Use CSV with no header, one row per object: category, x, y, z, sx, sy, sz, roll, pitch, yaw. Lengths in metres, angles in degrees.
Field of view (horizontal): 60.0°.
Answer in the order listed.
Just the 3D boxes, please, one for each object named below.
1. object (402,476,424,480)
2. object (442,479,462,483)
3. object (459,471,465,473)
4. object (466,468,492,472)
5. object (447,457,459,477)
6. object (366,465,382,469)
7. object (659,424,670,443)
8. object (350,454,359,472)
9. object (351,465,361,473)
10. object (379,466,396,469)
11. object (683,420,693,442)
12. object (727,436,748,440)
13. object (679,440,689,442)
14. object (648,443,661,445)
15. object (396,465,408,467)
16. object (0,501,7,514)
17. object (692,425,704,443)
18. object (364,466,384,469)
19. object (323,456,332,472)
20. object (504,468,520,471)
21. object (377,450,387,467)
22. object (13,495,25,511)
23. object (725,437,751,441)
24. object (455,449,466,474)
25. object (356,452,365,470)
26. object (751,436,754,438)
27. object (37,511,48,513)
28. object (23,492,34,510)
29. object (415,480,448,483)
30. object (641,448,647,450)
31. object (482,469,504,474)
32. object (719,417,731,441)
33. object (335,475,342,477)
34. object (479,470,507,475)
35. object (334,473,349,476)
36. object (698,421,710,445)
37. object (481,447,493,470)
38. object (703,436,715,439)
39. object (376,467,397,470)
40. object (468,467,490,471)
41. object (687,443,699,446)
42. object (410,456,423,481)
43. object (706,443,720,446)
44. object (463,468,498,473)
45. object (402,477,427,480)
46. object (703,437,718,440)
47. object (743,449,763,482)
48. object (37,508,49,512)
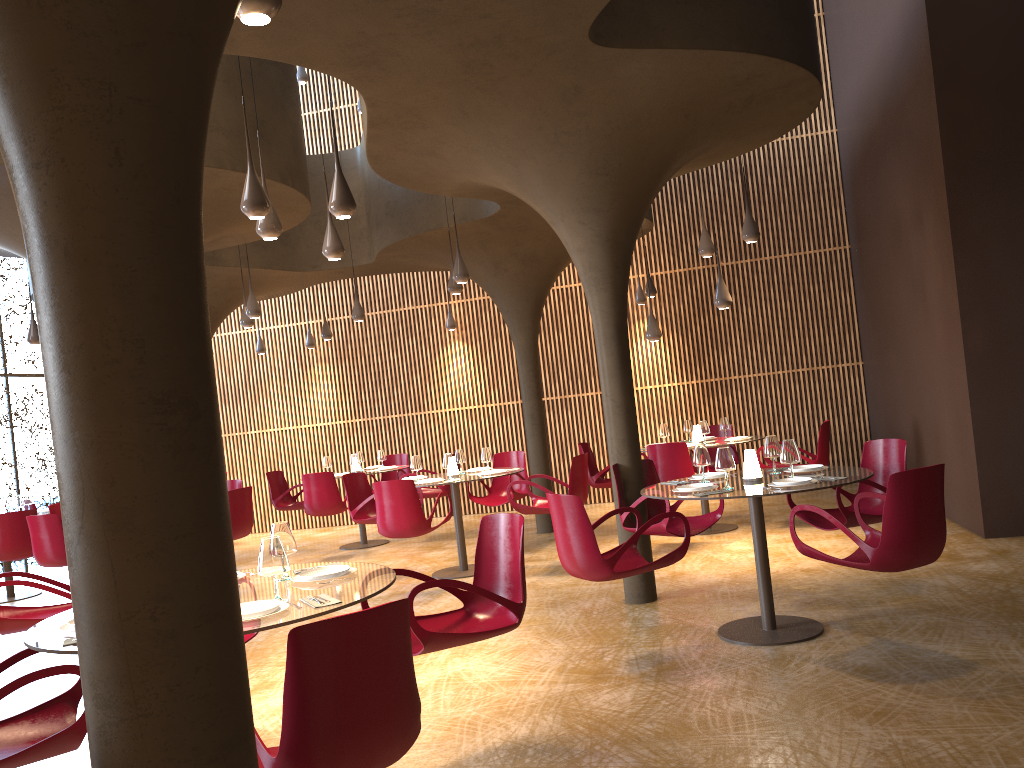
object,-1.179,1.129,10.611,0.263,0.029,0.263,-7,-1,19
object,-0.652,1.067,9.762,0.126,0.017,0.261,-7,-1,27
object,-0.669,1.097,10.996,0.126,0.017,0.261,-7,-1,23
object,-0.401,1.056,10.861,0.331,0.014,0.332,-6,-1,-6
object,-0.699,0.973,10.416,0.142,0.232,0.144,-6,0,-13
object,-2.189,1.323,14.104,0.263,0.029,0.263,-7,-1,23
object,1.971,0.663,11.452,0.141,0.295,0.142,-6,0,-30
object,-2.344,1.192,13.202,0.142,0.295,0.142,-6,0,5
object,-2.406,1.239,13.615,0.142,0.232,0.144,-6,0,-3
object,-1.898,1.276,13.486,0.263,0.029,0.263,-6,-1,-9
object,2.364,0.628,11.860,0.142,0.295,0.142,-6,0,-6
object,2.840,0.686,11.149,0.263,0.029,0.263,-7,-1,8
object,2.347,0.780,12.097,0.126,0.017,0.261,-7,-1,29
object,1.906,0.804,11.672,0.263,0.029,0.263,-7,-1,25
object,-1.764,1.284,13.758,0.262,0.017,0.126,-7,-1,23
object,-7.097,1.741,12.310,0.142,0.232,0.144,-6,0,-23
object,2.389,0.646,11.441,0.144,0.232,0.142,-6,0,8
object,-2.188,1.333,14.104,0.332,0.014,0.331,-7,-1,10
object,-2.814,1.252,13.517,0.142,0.295,0.142,-6,0,-16
object,-0.042,1.014,10.446,0.262,0.017,0.126,-7,-2,33
object,-2.010,1.165,13.697,0.141,0.295,0.142,-6,0,-35
object,-6.742,1.665,12.115,0.142,0.295,0.142,-6,0,28
object,2.841,0.696,11.149,0.332,0.014,0.332,-6,-1,1
object,-0.627,0.942,10.763,0.142,0.295,0.141,-7,0,44
object,-2.395,1.215,13.971,0.142,0.295,0.142,-6,0,12
object,2.978,0.694,11.419,0.262,0.017,0.126,-7,-1,23
object,-6.616,1.799,12.551,0.332,0.014,0.332,-7,-1,5
object,-6.862,1.689,12.573,0.141,0.295,0.142,-6,0,-38
object,-0.916,1.094,9.918,0.411,0.012,0.204,-7,-1,23
object,1.753,0.832,11.413,0.262,0.017,0.126,-7,-1,28
object,-0.221,1.011,10.202,0.263,0.029,0.263,-7,-1,20
object,2.731,0.575,11.362,0.142,0.295,0.142,-6,0,0
object,-2.528,1.348,13.085,0.332,0.014,0.332,-6,-1,1
object,-0.220,1.021,10.202,0.331,0.014,0.332,-5,-2,-44
object,-2.529,1.338,13.085,0.263,0.029,0.263,-7,-1,17
object,2.394,0.606,11.031,0.142,0.295,0.142,-6,0,21
object,-0.295,0.897,10.427,0.142,0.295,0.142,-6,0,-13
object,2.598,0.731,11.934,0.263,0.029,0.263,-8,-2,39
object,-1.897,1.286,13.487,0.332,0.014,0.331,-7,-2,36
object,-0.402,1.047,10.861,0.263,0.029,0.263,-7,-1,14
object,2.184,0.756,10.973,0.263,0.029,0.263,-7,-1,17
object,-1.119,0.989,10.390,0.141,0.295,0.142,-6,0,-40
object,2.427,0.742,10.793,0.126,0.017,0.261,-7,-2,33
object,-0.396,1.057,10.860,0.411,0.012,0.204,-7,-1,19
object,-1.178,1.139,10.611,0.332,0.014,0.331,-7,-2,39
object,2.599,0.741,11.934,0.331,0.014,0.332,-5,-2,-41
object,1.783,0.605,6.604,0.144,0.232,0.142,-6,0,-31
object,-6.617,1.789,12.551,0.263,0.029,0.263,-7,-1,5
